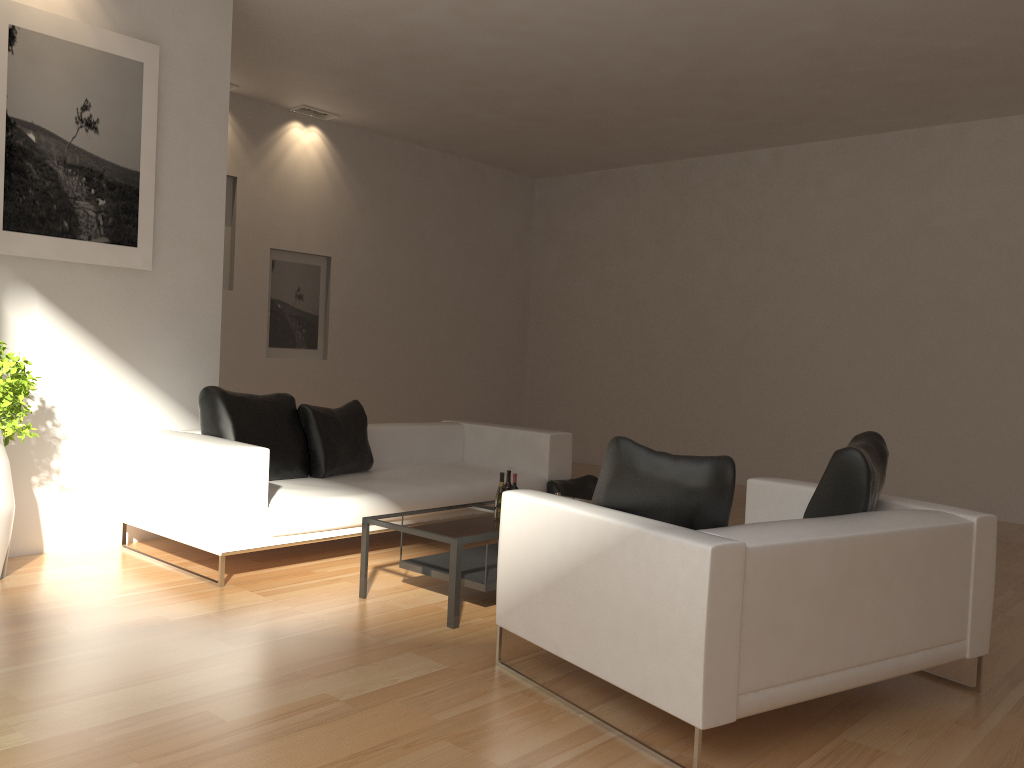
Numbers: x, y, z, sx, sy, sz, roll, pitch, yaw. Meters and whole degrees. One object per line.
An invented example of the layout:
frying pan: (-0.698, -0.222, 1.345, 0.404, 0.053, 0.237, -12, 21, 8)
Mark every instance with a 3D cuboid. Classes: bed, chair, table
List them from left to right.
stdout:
bed: (-0.971, 0.700, 6.241, 1.262, 0.761, 3.075, 4, 2, 42)
table: (-0.013, 0.957, 5.019, 0.709, 0.460, 1.566, 4, 2, 42)
chair: (0.942, 0.855, 3.715, 1.671, 0.761, 1.262, 2, 2, -33)

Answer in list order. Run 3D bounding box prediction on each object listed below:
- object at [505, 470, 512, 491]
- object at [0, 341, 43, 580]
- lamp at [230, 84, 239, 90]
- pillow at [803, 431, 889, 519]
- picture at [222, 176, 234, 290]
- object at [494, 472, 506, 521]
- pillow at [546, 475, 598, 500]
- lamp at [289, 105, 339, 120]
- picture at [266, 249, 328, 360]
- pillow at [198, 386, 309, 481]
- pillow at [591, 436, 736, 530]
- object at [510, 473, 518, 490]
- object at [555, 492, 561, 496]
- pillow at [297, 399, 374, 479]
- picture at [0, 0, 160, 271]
object: (-0.023, 0.609, 4.977, 0.057, 0.248, 0.057, 2, 2, -31)
object: (-2.832, 0.377, 4.699, 0.570, 1.324, 0.631, 2, 2, -34)
lamp: (-2.820, -2.891, 8.296, 0.243, 0.166, 0.446, 4, 2, 42)
pillow: (1.432, 0.536, 3.849, 0.324, 0.666, 0.506, 4, 2, 32)
picture: (-3.020, -1.485, 8.479, 0.005, 1.155, 0.802, 4, 2, 42)
object: (-0.058, 0.606, 4.788, 0.068, 0.257, 0.067, 2, 2, -30)
pillow: (0.502, 0.938, 6.792, 0.503, 0.457, 0.340, 2, 2, -30)
lamp: (-2.041, -2.879, 9.173, 0.243, 0.166, 0.446, 4, 2, 42)
picture: (-2.275, -0.823, 9.367, 0.005, 1.155, 0.802, 4, 2, 42)
pillow: (-1.638, 0.346, 5.681, 0.346, 0.666, 0.755, 3, 2, 27)
pillow: (0.537, 0.502, 3.364, 0.660, 0.598, 0.291, 4, 2, 31)
object: (0.011, 0.614, 4.876, 0.059, 0.244, 0.059, 4, 2, 42)
object: (0.266, 0.685, 5.172, 0.039, 0.101, 0.039, 3, 2, 0)
pillow: (-1.224, 0.377, 6.181, 0.270, 0.524, 0.628, 3, 2, 25)
picture: (-2.609, -1.449, 5.316, 0.004, 1.431, 0.979, 4, 2, 42)
